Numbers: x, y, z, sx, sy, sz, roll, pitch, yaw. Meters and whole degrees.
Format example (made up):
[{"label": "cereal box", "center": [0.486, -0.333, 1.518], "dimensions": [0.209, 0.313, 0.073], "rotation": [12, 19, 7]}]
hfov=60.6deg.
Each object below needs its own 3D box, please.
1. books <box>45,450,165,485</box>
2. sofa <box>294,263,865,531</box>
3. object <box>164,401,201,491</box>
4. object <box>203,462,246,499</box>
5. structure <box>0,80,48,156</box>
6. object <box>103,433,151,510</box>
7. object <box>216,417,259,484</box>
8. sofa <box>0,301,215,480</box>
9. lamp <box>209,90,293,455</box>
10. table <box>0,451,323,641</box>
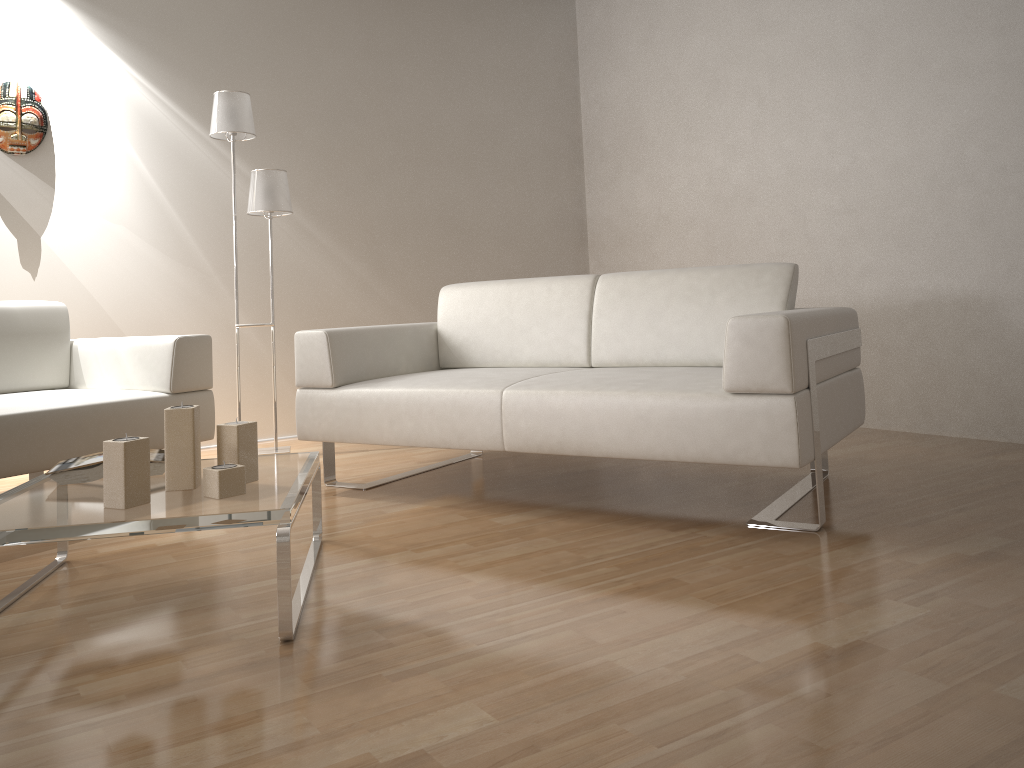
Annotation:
[{"label": "books", "center": [-1.004, 0.200, 2.226], "dimensions": [0.292, 0.056, 0.203], "rotation": [-4, 5, -18]}, {"label": "sofa", "center": [0.203, -0.019, 3.056], "dimensions": [1.776, 0.744, 0.908], "rotation": [0, 2, 32]}, {"label": "object", "center": [-0.754, 0.138, 2.007], "dimensions": [0.067, 0.198, 0.066], "rotation": [-2, -3, -8]}, {"label": "object", "center": [-0.622, 0.203, 1.895], "dimensions": [0.067, 0.075, 0.067], "rotation": [-3, 0, 42]}, {"label": "structure", "center": [-2.253, -1.219, 3.980], "dimensions": [0.265, 0.357, 0.074], "rotation": [-2, -3, -33]}, {"label": "object", "center": [-0.808, 0.179, 1.838], "dimensions": [0.067, 0.152, 0.067], "rotation": [-4, -3, 27]}, {"label": "object", "center": [-0.639, 0.153, 2.038], "dimensions": [0.067, 0.152, 0.067], "rotation": [-4, -3, 27]}, {"label": "sofa", "center": [-1.956, 0.105, 2.757], "dimensions": [0.902, 0.743, 1.788], "rotation": [-2, 3, 32]}, {"label": "lamp", "center": [-1.178, -0.502, 3.997], "dimensions": [0.365, 1.684, 0.206], "rotation": [-2, -4, -13]}, {"label": "table", "center": [-0.829, 0.363, 2.033], "dimensions": [0.701, 0.250, 0.794], "rotation": [-3, 4, -8]}]
